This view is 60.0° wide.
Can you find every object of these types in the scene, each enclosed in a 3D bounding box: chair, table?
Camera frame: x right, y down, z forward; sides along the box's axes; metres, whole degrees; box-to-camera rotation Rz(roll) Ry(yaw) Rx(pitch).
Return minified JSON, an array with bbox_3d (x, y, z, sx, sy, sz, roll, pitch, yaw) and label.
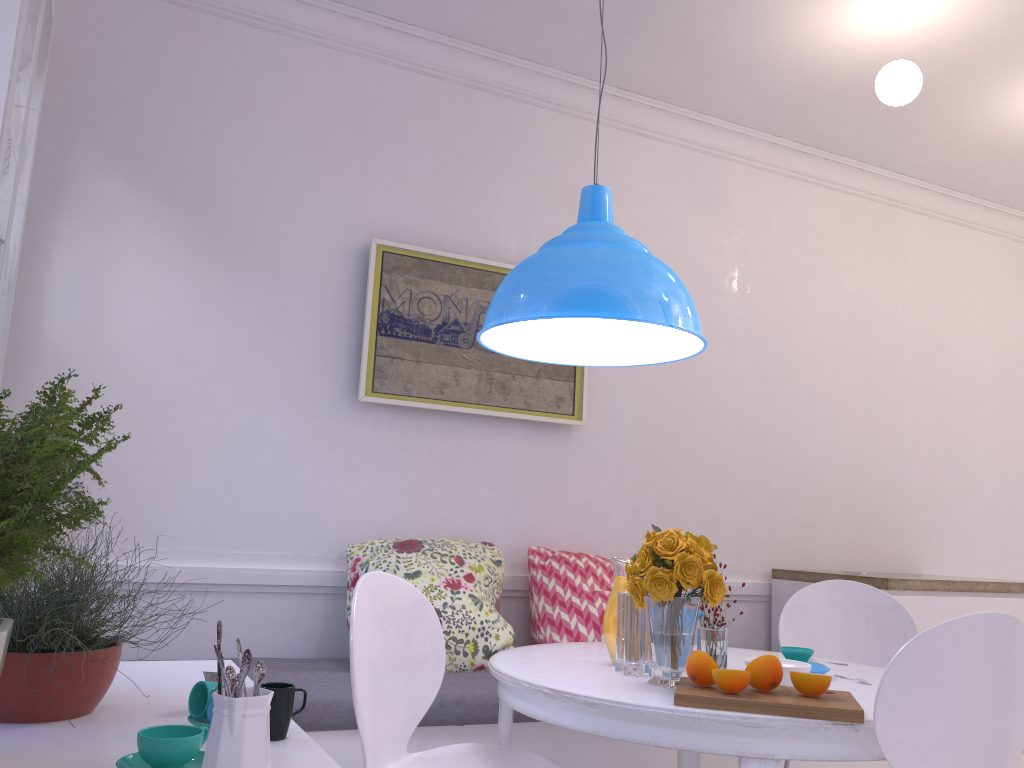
[{"bbox_3d":[-0.103,0.831,1.829,0.483,0.845,0.604,-1,-10,20],"label":"chair"},{"bbox_3d":[0.494,1.025,2.152,1.140,0.629,1.140,2,-10,3],"label":"table"},{"bbox_3d":[1.055,1.035,2.686,0.604,0.845,0.483,1,-10,9],"label":"chair"},{"bbox_3d":[-0.670,0.808,1.184,0.736,0.619,1.514,7,-11,-25],"label":"table"},{"bbox_3d":[0.781,0.874,1.811,0.604,0.845,0.483,7,-11,-25],"label":"chair"}]

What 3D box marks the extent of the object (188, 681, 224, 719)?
[{"bbox_3d":[-0.456,0.496,1.394,0.069,0.059,0.082,-6,-13,42],"label":"object"}]

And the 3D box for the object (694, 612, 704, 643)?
[{"bbox_3d":[0.405,0.656,2.349,0.150,0.151,0.156,7,-10,-22],"label":"object"}]

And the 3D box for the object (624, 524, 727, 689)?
[{"bbox_3d":[0.373,0.494,1.990,0.234,0.351,0.235,-2,-11,29],"label":"object"}]

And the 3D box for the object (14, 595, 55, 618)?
[{"bbox_3d":[-0.996,0.507,1.824,0.115,0.152,0.127,12,-13,-42],"label":"object"}]

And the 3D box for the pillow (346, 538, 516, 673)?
[{"bbox_3d":[-0.277,0.766,3.101,0.592,0.447,0.509,6,-10,-20],"label":"pillow"}]

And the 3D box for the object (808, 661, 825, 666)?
[{"bbox_3d":[0.757,0.747,2.356,0.147,0.011,0.147,7,-10,-23],"label":"object"}]

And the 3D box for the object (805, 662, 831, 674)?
[{"bbox_3d":[0.689,0.712,2.209,0.196,0.023,0.196,10,-12,-37],"label":"object"}]

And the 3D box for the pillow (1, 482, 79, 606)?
[{"bbox_3d":[-1.606,0.509,2.611,0.374,0.642,0.677,-4,-12,35],"label":"pillow"}]

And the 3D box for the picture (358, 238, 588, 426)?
[{"bbox_3d":[-0.117,-0.190,3.542,0.971,0.629,0.020,7,-11,-25],"label":"picture"}]

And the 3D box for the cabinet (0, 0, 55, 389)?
[{"bbox_3d":[-1.529,-0.641,2.381,0.425,1.311,0.823,7,-11,-25],"label":"cabinet"}]

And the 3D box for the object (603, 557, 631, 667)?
[{"bbox_3d":[0.289,0.572,2.227,0.116,0.267,0.094,3,-10,1],"label":"object"}]

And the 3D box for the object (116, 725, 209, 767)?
[{"bbox_3d":[-0.431,0.465,1.114,0.121,0.055,0.121,0,-10,15],"label":"object"}]

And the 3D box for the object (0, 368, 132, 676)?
[{"bbox_3d":[-0.703,0.214,1.128,0.368,0.527,0.438,7,-11,-25],"label":"object"}]

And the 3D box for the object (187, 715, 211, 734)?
[{"bbox_3d":[-0.440,0.526,1.373,0.121,0.021,0.121,0,-10,15],"label":"object"}]

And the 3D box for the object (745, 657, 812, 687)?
[{"bbox_3d":[0.610,0.665,2.035,0.147,0.052,0.147,0,-10,17],"label":"object"}]

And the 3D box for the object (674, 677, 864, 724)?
[{"bbox_3d":[0.508,0.631,1.781,0.347,0.024,0.224,0,-10,14],"label":"object"}]

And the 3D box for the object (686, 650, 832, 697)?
[{"bbox_3d":[0.493,0.579,1.771,0.285,0.075,0.129,1,-10,11],"label":"object"}]

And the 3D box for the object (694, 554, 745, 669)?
[{"bbox_3d":[0.506,0.572,2.223,0.128,0.287,0.128,7,-10,-23],"label":"object"}]

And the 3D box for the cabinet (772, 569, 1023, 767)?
[{"bbox_3d":[1.772,1.276,3.906,1.036,0.842,0.654,7,-11,-25],"label":"cabinet"}]

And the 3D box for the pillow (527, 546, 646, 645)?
[{"bbox_3d":[0.340,0.850,3.387,0.587,0.424,0.491,7,-10,-22],"label":"pillow"}]

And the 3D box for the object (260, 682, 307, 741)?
[{"bbox_3d":[-0.352,0.497,1.344,0.070,0.077,0.055,3,-10,0],"label":"object"}]

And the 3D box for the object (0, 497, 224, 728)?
[{"bbox_3d":[-0.777,0.368,1.471,0.531,0.367,0.668,3,-10,-1],"label":"object"}]

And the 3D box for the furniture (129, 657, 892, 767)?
[{"bbox_3d":[-0.204,1.178,2.909,3.296,0.508,0.769,7,-11,-25],"label":"furniture"}]

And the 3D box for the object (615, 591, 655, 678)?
[{"bbox_3d":[0.310,0.595,2.115,0.122,0.186,0.101,2,-10,5],"label":"object"}]

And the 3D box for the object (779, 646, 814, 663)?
[{"bbox_3d":[0.758,0.727,2.360,0.088,0.043,0.088,6,-10,-18],"label":"object"}]

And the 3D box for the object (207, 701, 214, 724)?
[{"bbox_3d":[-0.429,0.499,1.366,0.069,0.058,0.080,-4,-12,37],"label":"object"}]

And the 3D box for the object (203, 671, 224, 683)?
[{"bbox_3d":[-0.509,0.523,1.518,0.052,0.067,0.066,7,-10,-24],"label":"object"}]

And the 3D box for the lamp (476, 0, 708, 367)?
[{"bbox_3d":[0.244,-1.054,2.358,0.568,1.948,0.568,1,-10,9],"label":"lamp"}]
